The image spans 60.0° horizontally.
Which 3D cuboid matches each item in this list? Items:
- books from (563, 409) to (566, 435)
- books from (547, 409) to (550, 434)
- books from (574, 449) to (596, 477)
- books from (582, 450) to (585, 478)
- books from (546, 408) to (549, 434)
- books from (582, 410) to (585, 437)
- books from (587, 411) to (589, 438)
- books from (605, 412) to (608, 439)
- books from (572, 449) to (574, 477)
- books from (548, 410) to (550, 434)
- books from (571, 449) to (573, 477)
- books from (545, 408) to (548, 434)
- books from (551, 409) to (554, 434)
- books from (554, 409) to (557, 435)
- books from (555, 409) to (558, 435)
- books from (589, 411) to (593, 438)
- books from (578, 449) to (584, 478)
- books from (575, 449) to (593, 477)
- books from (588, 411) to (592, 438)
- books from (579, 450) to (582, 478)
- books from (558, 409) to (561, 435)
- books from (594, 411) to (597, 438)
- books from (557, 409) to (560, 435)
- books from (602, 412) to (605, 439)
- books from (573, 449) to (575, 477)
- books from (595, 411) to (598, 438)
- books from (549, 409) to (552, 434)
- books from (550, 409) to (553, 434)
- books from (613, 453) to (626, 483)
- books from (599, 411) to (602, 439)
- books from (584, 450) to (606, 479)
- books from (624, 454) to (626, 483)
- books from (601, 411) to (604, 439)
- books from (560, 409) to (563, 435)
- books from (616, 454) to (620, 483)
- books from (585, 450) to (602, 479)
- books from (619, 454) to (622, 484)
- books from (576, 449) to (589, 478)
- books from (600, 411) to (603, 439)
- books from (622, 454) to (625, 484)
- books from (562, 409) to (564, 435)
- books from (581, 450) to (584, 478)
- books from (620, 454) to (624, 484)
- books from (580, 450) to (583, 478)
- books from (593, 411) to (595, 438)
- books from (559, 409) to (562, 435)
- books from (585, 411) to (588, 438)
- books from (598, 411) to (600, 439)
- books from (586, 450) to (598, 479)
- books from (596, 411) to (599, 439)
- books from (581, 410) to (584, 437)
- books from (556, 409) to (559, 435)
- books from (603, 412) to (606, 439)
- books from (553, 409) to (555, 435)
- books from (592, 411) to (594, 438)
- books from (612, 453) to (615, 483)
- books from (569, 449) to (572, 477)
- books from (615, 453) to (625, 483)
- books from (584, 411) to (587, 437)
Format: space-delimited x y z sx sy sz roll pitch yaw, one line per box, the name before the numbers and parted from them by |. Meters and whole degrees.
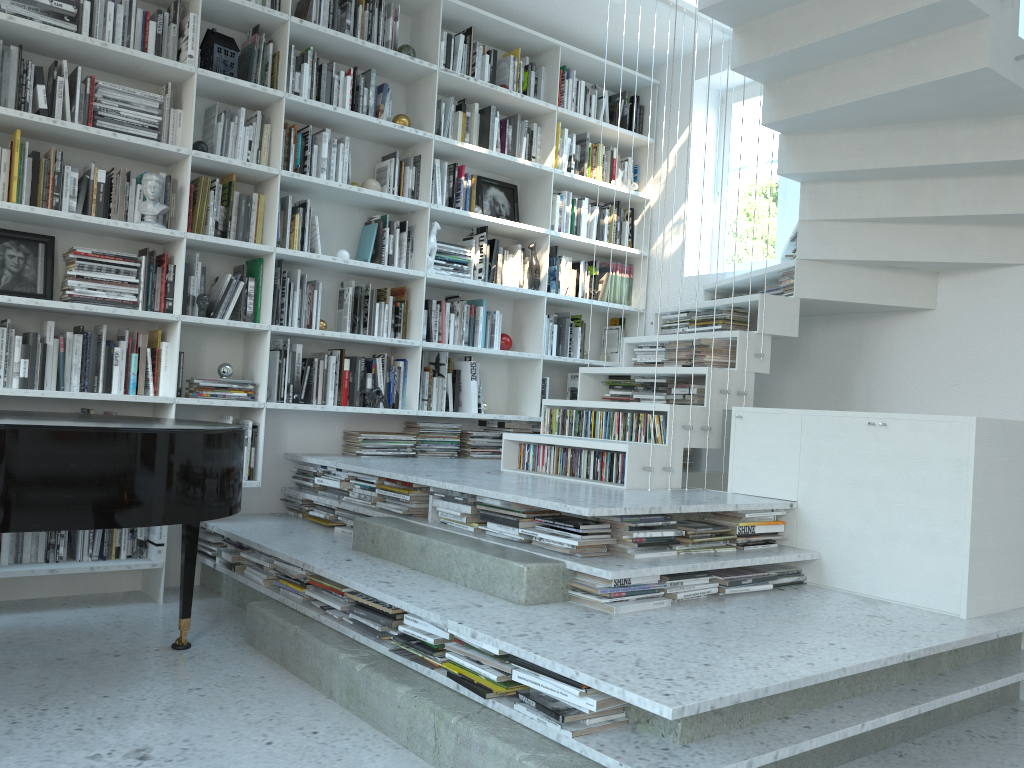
books | 0.299 0.188 4.277 0.125 0.125 0.010 4 -1 -38
books | 0.227 0.186 4.370 0.125 0.125 0.007 4 -1 -38
books | 0.330 0.356 3.981 0.125 0.125 0.008 4 -1 -38
books | 0.364 0.356 3.938 0.125 0.125 0.008 4 -1 -38
books | 0.222 0.186 4.376 0.125 0.125 0.008 4 -1 -38
books | 0.383 0.190 4.170 0.125 0.125 0.012 4 -1 -38
books | 0.401 0.190 4.147 0.125 0.125 0.007 4 -1 -38
books | 0.474 0.192 4.054 0.125 0.125 0.008 4 -1 -38
books | 0.321 0.355 3.993 0.125 0.125 0.008 4 -1 -38
books | 0.231 0.186 4.364 0.125 0.125 0.008 4 -1 -38
books | 0.317 0.355 3.998 0.125 0.125 0.008 4 -1 -38
books | 0.217 0.186 4.382 0.125 0.125 0.009 4 -1 -38
books | 0.245 0.187 4.347 0.125 0.125 0.008 4 -1 -38
books | 0.256 0.187 4.332 0.125 0.125 0.012 4 -1 -38
books | 0.263 0.187 4.324 0.125 0.125 0.008 4 -1 -38
books | 0.414 0.190 4.131 0.125 0.125 0.014 4 -1 -38
books | 0.345 0.356 3.963 0.125 0.125 0.008 4 -1 -38
books | 0.335 0.356 3.975 0.125 0.125 0.007 4 -1 -38
books | 0.406 0.190 4.140 0.125 0.125 0.010 4 -1 -38
books | 0.350 0.356 3.957 0.125 0.125 0.010 4 -1 -38
books | 0.277 0.187 4.305 0.125 0.125 0.007 4 -1 -38
books | 0.431 0.191 4.109 0.125 0.125 0.007 4 -1 -38
books | 0.272 0.187 4.311 0.125 0.125 0.007 4 -1 -38
books | 0.464 0.191 4.066 0.125 0.125 0.008 4 -1 -38
books | 0.326 0.355 3.987 0.125 0.125 0.008 4 -1 -38
books | 0.435 0.191 4.103 0.125 0.125 0.007 4 -1 -38
books | 0.236 0.186 4.358 0.125 0.125 0.009 4 -1 -38
books | 0.241 0.186 4.352 0.125 0.125 0.007 4 -1 -38
books | 0.481 0.359 3.788 0.125 0.125 0.007 4 -1 -38
books | 0.451 0.191 4.083 0.125 0.125 0.008 4 -1 -38
books | 0.369 0.356 3.932 0.125 0.125 0.008 4 -1 -38
books | 0.521 0.360 3.738 0.125 0.125 0.011 4 -1 -38
books | 0.460 0.191 4.071 0.125 0.125 0.008 4 -1 -38
books | 0.287 0.187 4.293 0.125 0.125 0.008 4 -1 -38
books | 0.495 0.359 3.771 0.125 0.125 0.014 4 -1 -38
books | 0.373 0.357 3.926 0.125 0.125 0.007 4 -1 -38
books | 0.501 0.359 3.762 0.125 0.125 0.010 4 -1 -38
books | 0.340 0.356 3.969 0.125 0.125 0.008 4 -1 -38
books | 0.455 0.191 4.077 0.125 0.125 0.008 4 -1 -38
books | 0.514 0.360 3.746 0.125 0.125 0.009 4 -1 -38
books | 0.293 0.188 4.285 0.125 0.125 0.010 4 -1 -38
books | 0.359 0.356 3.944 0.125 0.125 0.008 4 -1 -38
books | 0.509 0.360 3.753 0.125 0.125 0.013 4 -1 -38
books | 0.354 0.356 3.951 0.125 0.125 0.010 4 -1 -38
books | 0.426 0.191 4.115 0.125 0.125 0.007 4 -1 -38
books | 0.282 0.187 4.299 0.125 0.125 0.008 4 -1 -38
books | 0.395 0.190 4.155 0.125 0.125 0.009 4 -1 -38
books | 0.446 0.191 4.089 0.125 0.125 0.008 4 -1 -38
books | 0.378 0.357 3.920 0.125 0.125 0.008 4 -1 -38
books | 0.440 0.191 4.097 0.125 0.125 0.010 4 -1 -38
books | 0.376 0.189 4.178 0.125 0.125 0.008 4 -1 -38
books | 0.268 0.187 4.317 0.125 0.125 0.007 4 -1 -38
books | 0.469 0.192 4.059 0.125 0.125 0.007 4 -1 -38
books | 0.251 0.187 4.339 0.125 0.125 0.010 4 -1 -38
books | 0.421 0.190 4.122 0.125 0.125 0.010 4 -1 -38
books | 0.476 0.359 3.796 0.125 0.125 0.009 4 -1 -38
books | 0.312 0.355 4.005 0.125 0.125 0.008 4 -1 -38
books | 0.487 0.359 3.781 0.125 0.125 0.010 4 -1 -38
books | 0.390 0.190 4.161 0.125 0.125 0.010 4 -1 -38
